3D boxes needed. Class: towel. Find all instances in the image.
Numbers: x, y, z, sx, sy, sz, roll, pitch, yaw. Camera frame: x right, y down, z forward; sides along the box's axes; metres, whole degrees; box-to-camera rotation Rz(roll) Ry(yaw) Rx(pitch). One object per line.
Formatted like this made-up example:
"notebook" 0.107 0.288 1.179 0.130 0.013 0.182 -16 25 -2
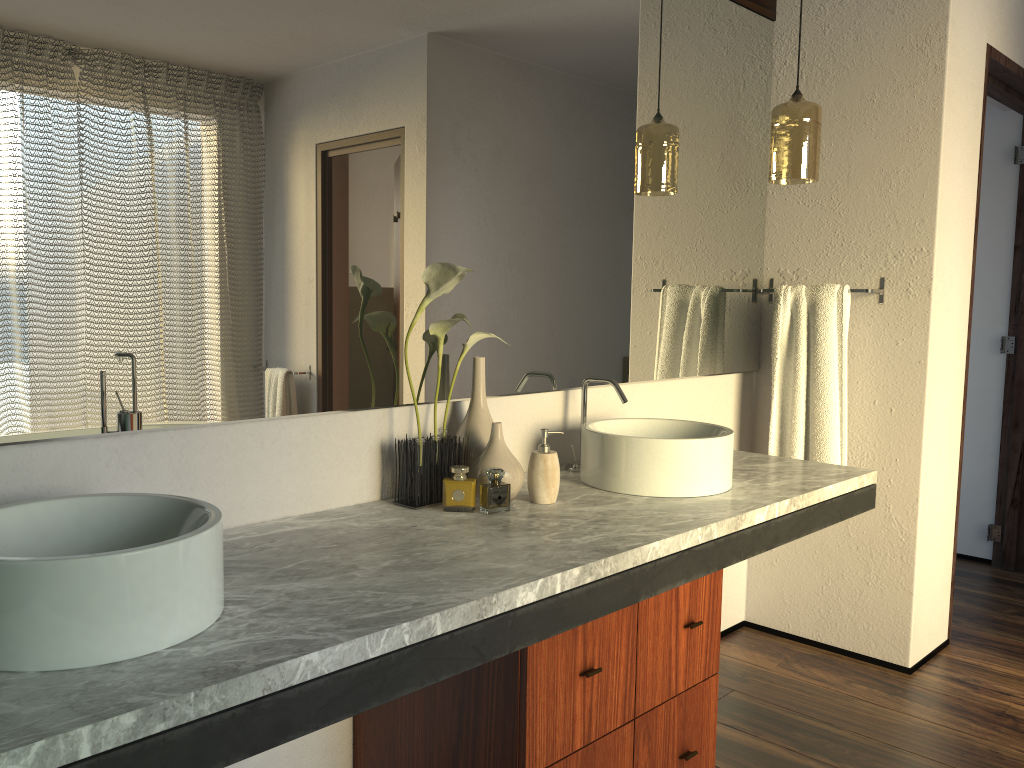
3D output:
"towel" 0.931 0.006 2.783 0.158 0.636 0.263 -2 6 -28

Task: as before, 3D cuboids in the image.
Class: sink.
"sink" 0.345 0.170 2.127 0.363 0.131 0.351 3 6 21
"sink" -0.570 0.248 1.182 0.348 0.131 0.366 -4 7 -43

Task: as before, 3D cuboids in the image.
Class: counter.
"counter" -0.028 0.318 1.735 0.602 0.101 2.203 6 8 44

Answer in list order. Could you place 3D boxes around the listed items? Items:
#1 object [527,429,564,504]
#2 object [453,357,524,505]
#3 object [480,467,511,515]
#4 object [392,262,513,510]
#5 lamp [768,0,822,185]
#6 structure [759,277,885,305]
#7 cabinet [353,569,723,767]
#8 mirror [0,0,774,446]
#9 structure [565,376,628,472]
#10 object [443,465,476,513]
"object" 0.068 0.174 1.897 0.072 0.158 0.069 4 6 27
"object" -0.055 0.098 1.929 0.118 0.305 0.243 -1 6 -20
"object" -0.034 0.215 1.797 0.056 0.090 0.040 -3 7 -36
"object" -0.129 0.000 1.888 0.191 0.504 0.239 3 6 22
"lamp" 0.826 -1.021 2.536 0.138 0.867 0.139 1 5 -4
"structure" 0.970 -0.296 2.805 0.378 0.088 0.100 6 7 44
"cabinet" 0.073 0.649 1.934 0.525 0.599 0.643 6 8 44
"mirror" -0.536 -0.499 1.538 0.018 1.152 3.978 6 8 44
"structure" 0.206 0.104 2.218 0.064 0.242 0.169 -4 7 -42
"object" -0.107 0.214 1.808 0.066 0.092 0.038 1 5 5
